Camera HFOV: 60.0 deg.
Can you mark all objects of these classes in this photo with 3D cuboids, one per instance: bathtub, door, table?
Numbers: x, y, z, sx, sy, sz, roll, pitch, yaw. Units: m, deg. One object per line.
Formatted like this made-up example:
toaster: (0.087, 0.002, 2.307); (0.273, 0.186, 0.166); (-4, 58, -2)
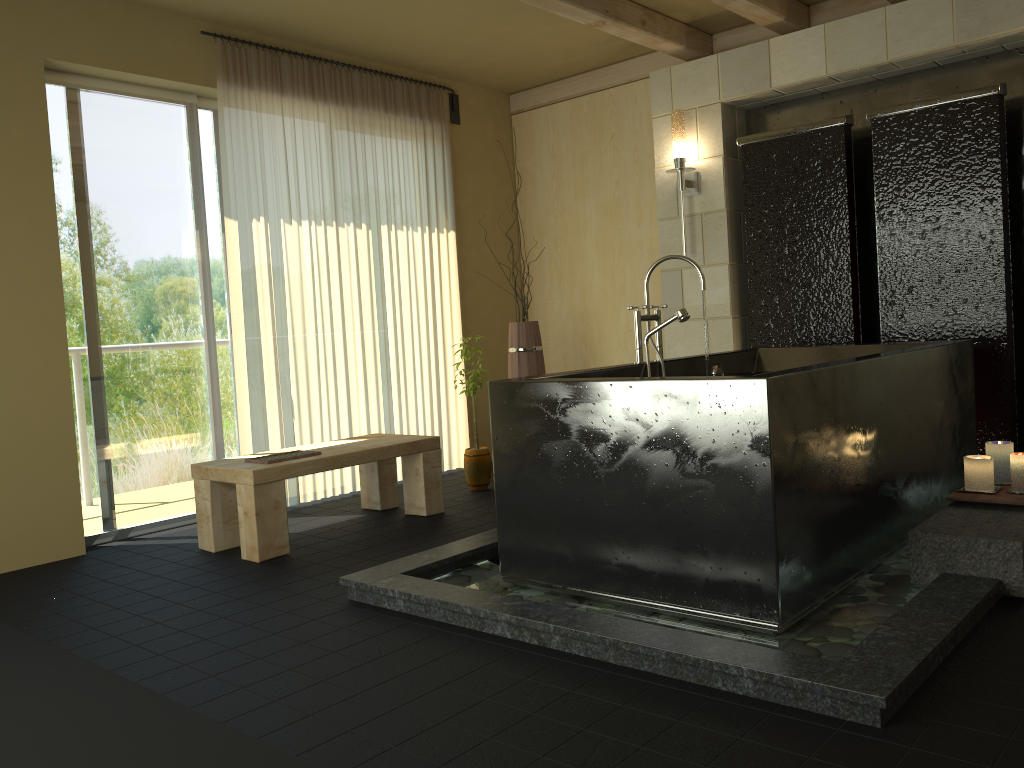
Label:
bathtub: (1.021, 0.015, 3.626); (1.067, 1.161, 2.134); (-1, 4, 41)
door: (-1.884, -0.384, 4.637); (0.063, 2.331, 1.038); (-1, 4, 40)
table: (-0.920, 0.521, 4.381); (0.513, 0.400, 1.125); (-1, 4, 41)

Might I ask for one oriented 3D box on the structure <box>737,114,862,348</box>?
structure: (1.603, -0.392, 4.917); (0.641, 2.066, 0.094); (-1, 4, 41)

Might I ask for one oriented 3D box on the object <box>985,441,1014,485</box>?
object: (1.839, 0.296, 3.342); (0.112, 0.154, 0.112); (-1, 4, 37)

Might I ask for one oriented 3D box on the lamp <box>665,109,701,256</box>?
lamp: (0.991, -1.168, 5.173); (0.176, 0.836, 0.188); (-1, 4, 41)

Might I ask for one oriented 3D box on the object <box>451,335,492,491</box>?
object: (-0.227, 0.159, 5.237); (0.242, 0.929, 0.266); (-4, 3, -11)

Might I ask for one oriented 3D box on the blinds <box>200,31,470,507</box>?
blinds: (-0.908, -0.654, 5.423); (0.064, 2.578, 1.946); (-1, 4, 40)

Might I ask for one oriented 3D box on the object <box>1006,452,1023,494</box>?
object: (1.810, 0.317, 3.159); (0.091, 0.139, 0.091); (-2, 4, 37)

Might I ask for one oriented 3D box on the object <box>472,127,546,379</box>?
object: (-0.005, -0.496, 5.588); (0.468, 2.178, 0.463); (-4, 3, 2)

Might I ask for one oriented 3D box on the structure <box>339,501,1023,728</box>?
structure: (1.380, 0.719, 3.966); (1.972, 0.635, 3.803); (-1, 5, 41)

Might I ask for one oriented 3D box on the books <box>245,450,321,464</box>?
books: (-1.061, 0.338, 4.117); (0.181, 0.014, 0.294); (-1, 5, 41)

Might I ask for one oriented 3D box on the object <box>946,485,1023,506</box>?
object: (1.789, 0.398, 3.245); (0.254, 0.031, 0.441); (-1, 5, 41)

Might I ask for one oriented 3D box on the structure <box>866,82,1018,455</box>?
structure: (2.147, -0.398, 4.439); (0.641, 2.066, 0.094); (-1, 4, 41)

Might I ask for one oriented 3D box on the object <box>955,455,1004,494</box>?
object: (1.703, 0.326, 3.233); (0.131, 0.124, 0.131); (-1, 4, 41)
